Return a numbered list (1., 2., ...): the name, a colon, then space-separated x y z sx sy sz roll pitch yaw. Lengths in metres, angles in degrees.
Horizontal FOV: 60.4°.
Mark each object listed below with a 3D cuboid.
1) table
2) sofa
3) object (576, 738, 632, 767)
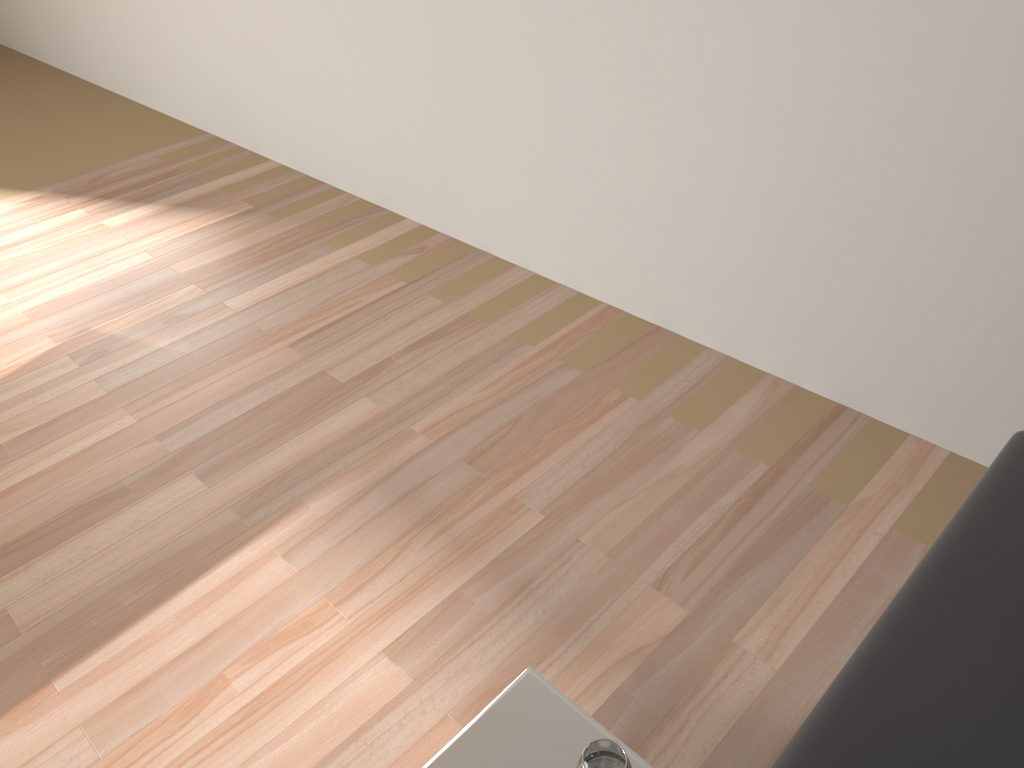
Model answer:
1. table: 0.038 0.587 0.907 0.245 0.444 0.234 26 43 38
2. sofa: 1.033 0.875 0.079 0.979 0.791 2.318 -31 43 -34
3. object: 0.082 0.355 0.773 0.057 0.082 0.061 5 34 14
